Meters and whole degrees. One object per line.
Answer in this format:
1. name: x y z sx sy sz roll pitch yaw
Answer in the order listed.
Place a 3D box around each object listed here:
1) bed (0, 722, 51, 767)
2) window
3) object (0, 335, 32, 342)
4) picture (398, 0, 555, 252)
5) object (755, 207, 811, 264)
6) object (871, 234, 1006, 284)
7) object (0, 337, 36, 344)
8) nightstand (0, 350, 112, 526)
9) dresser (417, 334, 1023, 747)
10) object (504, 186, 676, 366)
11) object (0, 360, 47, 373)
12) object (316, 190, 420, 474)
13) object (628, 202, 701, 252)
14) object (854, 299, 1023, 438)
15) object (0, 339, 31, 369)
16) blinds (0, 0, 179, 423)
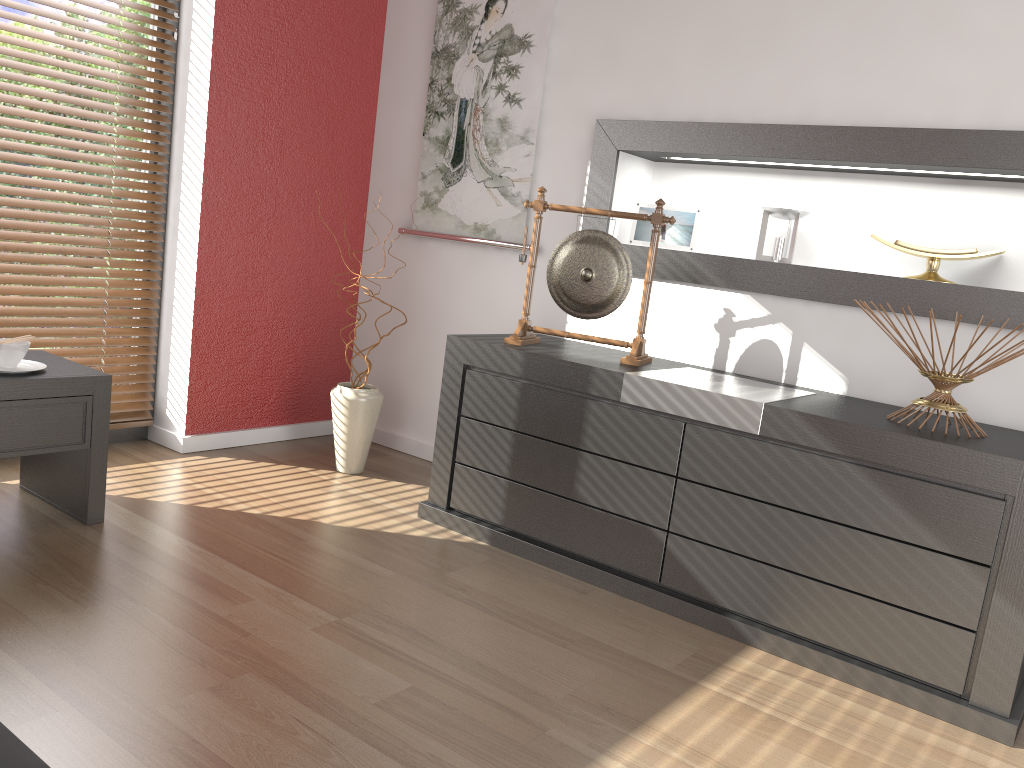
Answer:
1. bed: -1.661 0.369 0.401 2.413 0.577 2.469 14 11 35
2. window: -1.575 -0.851 2.864 0.020 1.893 0.889 14 11 35
3. object: -1.323 -0.116 2.337 0.007 0.007 0.192 7 9 0
4. picture: -0.103 -1.170 3.342 0.701 1.270 0.028 14 11 35
5. object: 0.869 -0.474 2.859 0.159 0.171 0.159 7 9 -5
6. object: 1.226 -0.354 2.578 0.350 0.116 0.181 12 10 26
7. object: -1.310 -0.112 2.318 0.007 0.007 0.192 8 9 5
8. nightstand: -1.484 0.164 2.297 0.413 0.423 0.700 14 11 35
9. dresser: 0.578 0.293 2.560 1.740 0.608 0.540 14 11 35
10. object: 0.238 -0.342 2.744 0.490 0.498 0.173 11 10 21
11. object: -1.330 -0.046 2.342 0.179 0.012 0.179 2 10 -29
12. object: -0.581 -0.179 3.206 0.364 1.035 0.422 9 9 11
13. object: 0.528 -0.544 3.068 0.226 0.146 0.041 10 9 16
14. object: 1.061 -0.033 2.163 0.481 0.282 0.481 8 9 2
15. object: -1.325 -0.078 2.336 0.099 0.069 0.099 2 10 -29
16. blinds: -2.694 -0.702 1.270 0.032 1.952 4.840 14 11 35
